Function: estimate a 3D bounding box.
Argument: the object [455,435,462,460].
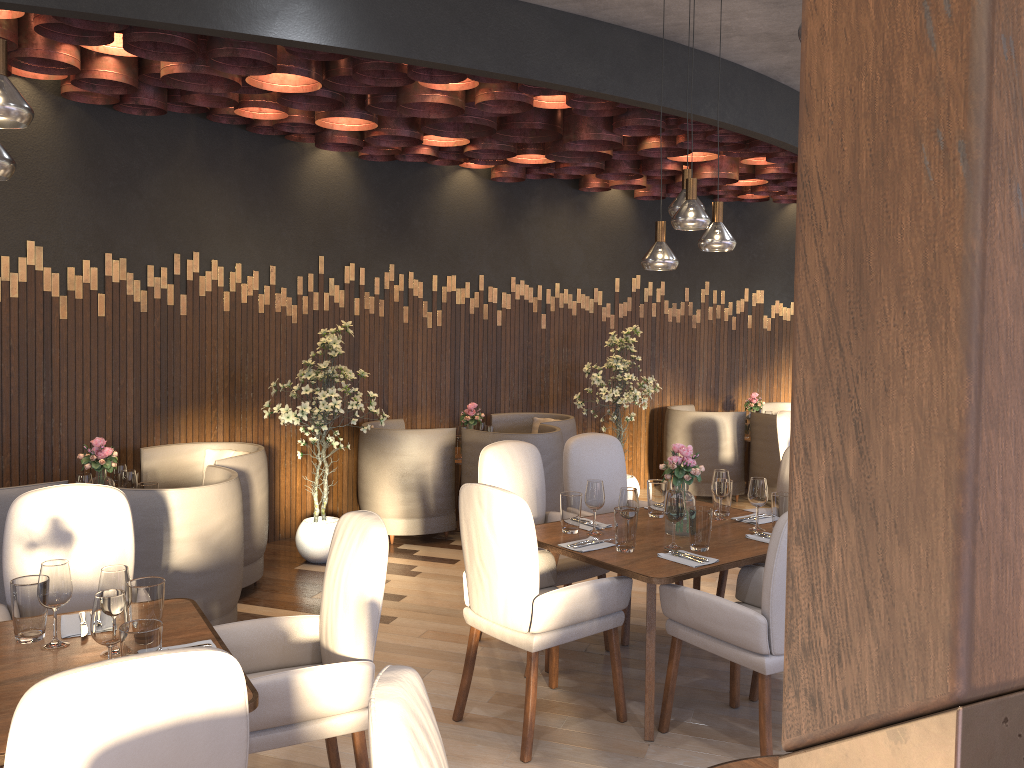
[{"bbox_3d":[-0.416,0.488,6.773,0.102,0.178,0.102,2,3,22],"label":"object"}]

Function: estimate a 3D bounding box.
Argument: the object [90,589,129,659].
[{"bbox_3d":[-1.033,0.658,2.278,0.092,0.244,0.092,2,3,19],"label":"object"}]

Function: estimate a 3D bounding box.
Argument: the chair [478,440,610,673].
[{"bbox_3d":[0.147,0.814,4.445,0.528,0.999,0.600,-1,4,-42],"label":"chair"}]

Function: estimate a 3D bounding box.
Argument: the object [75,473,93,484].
[{"bbox_3d":[-2.199,0.583,4.553,0.092,0.244,0.092,1,2,-4],"label":"object"}]

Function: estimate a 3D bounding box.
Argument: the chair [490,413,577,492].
[{"bbox_3d":[0.233,0.686,7.411,0.595,0.836,0.775,-1,4,-36],"label":"chair"}]

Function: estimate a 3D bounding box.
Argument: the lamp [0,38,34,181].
[{"bbox_3d":[-1.414,-1.089,2.214,0.439,1.324,0.440,1,2,4],"label":"lamp"}]

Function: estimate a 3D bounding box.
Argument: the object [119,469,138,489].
[{"bbox_3d":[-2.026,0.577,4.679,0.092,0.244,0.092,1,2,-7],"label":"object"}]

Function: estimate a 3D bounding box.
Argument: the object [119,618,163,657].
[{"bbox_3d":[-0.934,0.695,2.234,0.102,0.178,0.102,0,3,-22],"label":"object"}]

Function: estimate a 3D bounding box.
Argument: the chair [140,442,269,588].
[{"bbox_3d":[-1.778,0.802,5.315,0.775,0.836,0.596,3,3,34],"label":"chair"}]

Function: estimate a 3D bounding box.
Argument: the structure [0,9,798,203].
[{"bbox_3d":[0.199,-1.882,6.288,9.457,0.556,2.758,-3,5,-41],"label":"structure"}]

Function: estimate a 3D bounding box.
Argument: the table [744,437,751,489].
[{"bbox_3d":[2.326,0.775,8.575,0.834,0.561,0.835,-1,4,-32],"label":"table"}]

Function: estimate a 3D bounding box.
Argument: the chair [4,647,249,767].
[{"bbox_3d":[-0.843,0.979,1.878,0.528,0.999,0.600,-1,3,-33],"label":"chair"}]

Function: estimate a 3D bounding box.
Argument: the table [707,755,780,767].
[{"bbox_3d":[0.643,1.190,1.584,0.834,0.661,0.835,1,3,-7],"label":"table"}]

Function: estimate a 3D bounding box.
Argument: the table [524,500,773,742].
[{"bbox_3d":[0.762,1.014,4.093,1.307,0.665,0.966,-2,4,-38],"label":"table"}]

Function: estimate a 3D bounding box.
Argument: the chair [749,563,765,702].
[{"bbox_3d":[1.395,0.883,3.737,0.528,0.999,0.600,-1,3,-40],"label":"chair"}]

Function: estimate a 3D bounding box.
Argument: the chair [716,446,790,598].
[{"bbox_3d":[1.416,0.822,4.615,0.600,0.999,0.529,-1,3,-35],"label":"chair"}]

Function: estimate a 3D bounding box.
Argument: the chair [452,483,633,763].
[{"bbox_3d":[0.109,0.874,3.578,0.600,0.999,0.529,-1,3,-40],"label":"chair"}]

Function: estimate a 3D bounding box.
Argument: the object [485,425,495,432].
[{"bbox_3d":[-0.175,0.447,6.941,0.092,0.244,0.092,0,2,-12],"label":"object"}]

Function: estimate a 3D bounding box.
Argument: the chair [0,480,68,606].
[{"bbox_3d":[-2.558,0.870,4.177,0.774,0.836,0.596,3,3,29],"label":"chair"}]

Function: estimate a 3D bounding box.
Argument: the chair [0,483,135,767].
[{"bbox_3d":[-1.503,0.887,3.027,0.528,0.999,0.600,0,3,-28],"label":"chair"}]

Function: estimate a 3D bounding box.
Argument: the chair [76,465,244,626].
[{"bbox_3d":[-1.637,0.875,4.307,0.596,0.836,0.775,3,4,39],"label":"chair"}]

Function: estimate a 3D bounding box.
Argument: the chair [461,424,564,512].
[{"bbox_3d":[0.060,0.748,6.496,0.774,0.836,0.596,-1,3,-31],"label":"chair"}]

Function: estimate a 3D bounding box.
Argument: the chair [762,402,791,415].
[{"bbox_3d":[2.924,0.627,8.851,0.595,0.836,0.775,0,3,-26],"label":"chair"}]

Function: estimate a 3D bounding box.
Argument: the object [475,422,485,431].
[{"bbox_3d":[-0.256,0.430,7.171,0.092,0.244,0.092,1,2,-8],"label":"object"}]

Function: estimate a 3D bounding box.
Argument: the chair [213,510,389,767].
[{"bbox_3d":[-0.706,0.920,2.737,0.600,0.999,0.529,0,3,-28],"label":"chair"}]

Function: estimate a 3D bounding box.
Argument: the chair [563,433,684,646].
[{"bbox_3d":[0.590,0.795,4.803,0.528,0.999,0.600,-1,3,-35],"label":"chair"}]

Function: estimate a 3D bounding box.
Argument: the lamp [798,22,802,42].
[{"bbox_3d":[0.683,-1.003,1.473,0.439,1.324,0.440,2,3,26],"label":"lamp"}]

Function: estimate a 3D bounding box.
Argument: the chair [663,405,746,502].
[{"bbox_3d":[1.725,0.649,8.280,0.595,0.836,0.775,-1,3,-31],"label":"chair"}]

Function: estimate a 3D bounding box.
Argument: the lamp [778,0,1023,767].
[{"bbox_3d":[-0.111,-0.616,0.079,1.161,1.929,0.118,0,3,-26],"label":"lamp"}]

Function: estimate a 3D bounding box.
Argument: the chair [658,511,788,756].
[{"bbox_3d":[0.942,0.900,3.398,0.528,0.999,0.600,-1,3,-35],"label":"chair"}]

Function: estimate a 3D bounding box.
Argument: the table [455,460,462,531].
[{"bbox_3d":[-0.318,0.842,7.029,0.834,0.561,0.835,-1,4,-28],"label":"table"}]

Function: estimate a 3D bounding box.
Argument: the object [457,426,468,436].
[{"bbox_3d":[-0.380,0.449,6.875,0.092,0.244,0.092,1,2,13],"label":"object"}]

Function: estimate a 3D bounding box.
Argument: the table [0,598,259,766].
[{"bbox_3d":[-1.426,1.105,2.305,1.307,0.665,0.966,-1,4,-30],"label":"table"}]

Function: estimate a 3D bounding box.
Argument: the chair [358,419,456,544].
[{"bbox_3d":[-0.849,0.723,6.640,0.595,0.836,0.775,-2,4,-41],"label":"chair"}]

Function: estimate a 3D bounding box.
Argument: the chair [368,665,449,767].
[{"bbox_3d":[0.049,1.016,1.543,0.600,0.999,0.529,1,3,-4],"label":"chair"}]

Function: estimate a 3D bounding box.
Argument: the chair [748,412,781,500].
[{"bbox_3d":[2.594,0.683,7.980,0.774,0.836,0.596,0,3,-21],"label":"chair"}]

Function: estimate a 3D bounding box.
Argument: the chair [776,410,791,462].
[{"bbox_3d":[2.217,0.709,6.395,0.600,0.999,0.528,3,3,31],"label":"chair"}]

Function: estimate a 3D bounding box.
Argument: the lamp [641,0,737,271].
[{"bbox_3d":[0.809,-1.178,3.989,0.439,1.324,0.440,2,3,24],"label":"lamp"}]
